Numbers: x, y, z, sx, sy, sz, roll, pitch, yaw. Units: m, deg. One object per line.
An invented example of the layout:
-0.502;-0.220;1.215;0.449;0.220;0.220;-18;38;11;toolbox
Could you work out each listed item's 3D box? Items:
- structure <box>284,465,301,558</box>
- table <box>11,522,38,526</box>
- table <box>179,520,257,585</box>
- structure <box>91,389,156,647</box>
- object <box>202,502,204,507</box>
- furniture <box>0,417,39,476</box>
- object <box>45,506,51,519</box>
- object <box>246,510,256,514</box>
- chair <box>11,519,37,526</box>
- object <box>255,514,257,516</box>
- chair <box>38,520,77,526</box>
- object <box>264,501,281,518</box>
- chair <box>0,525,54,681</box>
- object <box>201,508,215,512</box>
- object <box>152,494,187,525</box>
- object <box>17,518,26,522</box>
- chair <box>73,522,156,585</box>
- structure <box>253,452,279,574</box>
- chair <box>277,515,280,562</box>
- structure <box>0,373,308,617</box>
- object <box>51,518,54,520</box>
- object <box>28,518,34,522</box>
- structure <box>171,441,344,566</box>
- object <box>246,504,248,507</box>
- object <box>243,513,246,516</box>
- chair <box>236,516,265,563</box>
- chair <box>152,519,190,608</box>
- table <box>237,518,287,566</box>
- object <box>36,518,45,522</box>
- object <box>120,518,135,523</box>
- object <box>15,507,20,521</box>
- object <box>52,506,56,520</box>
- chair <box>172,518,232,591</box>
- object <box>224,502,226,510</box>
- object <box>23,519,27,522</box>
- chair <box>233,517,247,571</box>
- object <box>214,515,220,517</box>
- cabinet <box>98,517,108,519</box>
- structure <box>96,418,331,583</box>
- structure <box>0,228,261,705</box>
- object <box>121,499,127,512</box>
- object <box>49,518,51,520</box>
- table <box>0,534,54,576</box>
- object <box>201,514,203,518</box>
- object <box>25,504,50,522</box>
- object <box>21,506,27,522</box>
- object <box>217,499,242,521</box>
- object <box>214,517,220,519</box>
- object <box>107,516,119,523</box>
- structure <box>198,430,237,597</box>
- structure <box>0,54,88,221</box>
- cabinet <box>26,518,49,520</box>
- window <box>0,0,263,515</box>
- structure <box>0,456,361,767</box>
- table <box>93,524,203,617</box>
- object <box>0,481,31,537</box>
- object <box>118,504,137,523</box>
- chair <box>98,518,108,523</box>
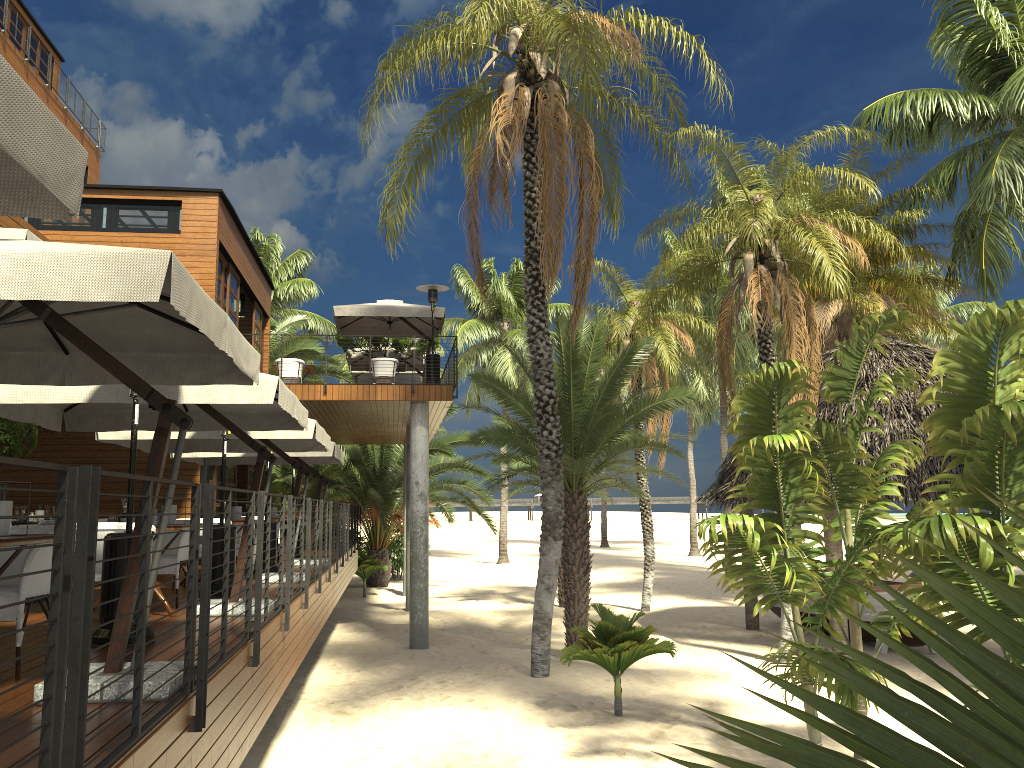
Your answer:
-3.924;2.030;15.876;0.699;2.199;0.697;2;-9;-20;structure
-7.193;2.460;13.388;1.166;0.751;1.162;0;-8;-2;table
-3.626;2.051;10.832;0.931;0.751;0.929;0;-8;-8;table
-2.603;0.636;6.072;0.699;2.199;0.697;2;-9;-20;structure
-3.848;1.596;11.108;0.082;0.227;0.082;0;-9;-7;object
-7.536;1.180;11.187;2.615;2.730;2.687;2;-9;-17;furniture
-7.195;2.012;13.735;0.082;0.227;0.082;-9;-12;44;object
-4.198;2.067;14.240;0.163;0.179;0.167;0;-9;-6;object
-7.718;2.533;13.983;0.616;0.790;0.626;-8;-11;38;chair
-4.104;2.096;14.039;0.116;0.065;0.115;3;-9;-26;object
-6.497;2.359;12.869;0.616;0.790;0.626;-8;-11;38;chair
-3.899;2.027;14.285;0.263;0.265;0.263;-7;-11;37;object
-2.836;1.194;4.940;0.627;0.790;0.615;0;-9;-7;chair
-3.747;1.592;10.899;0.163;0.179;0.167;0;-9;-6;object
-3.005;1.083;7.646;0.263;0.265;0.263;-7;-11;37;object
-7.375;2.042;13.326;0.116;0.065;0.116;-8;-11;41;object
-3.108;1.455;6.773;0.627;0.790;0.615;0;-9;-7;chair
-3.482;1.564;12.600;0.699;2.199;0.697;2;-9;-20;structure
-4.190;2.623;14.984;0.627;0.790;0.615;0;-9;-7;chair
-3.118;0.807;7.698;2.413;2.339;2.407;0;-9;-8;structure
-6.977;2.053;13.518;0.086;0.086;0.086;-1;-9;3;object
-7.139;2.004;13.157;0.086;0.086;0.086;0;-9;-6;object
-4.009;1.747;14.308;2.413;2.339;2.407;0;-9;-8;structure
-4.299;2.071;14.449;0.082;0.227;0.082;0;-9;-7;object
-4.212;2.082;14.010;0.086;0.086;0.086;0;-9;-7;object
-4.010;2.407;13.461;0.627;0.790;0.615;0;-9;-7;chair
-3.297;1.680;8.354;0.627;0.790;0.615;0;-9;-7;chair
-4.073;2.523;14.154;0.931;0.751;0.929;0;-8;-8;table
-7.047;2.027;13.252;0.116;0.065;0.115;3;-9;-25;object
-3.210;1.152;7.401;0.116;0.065;0.115;1;-8;-9;object
-7.510;1.977;13.450;0.082;0.227;0.082;-5;-10;27;object
-6.911;1.961;13.404;0.082;0.227;0.082;-5;-10;27;object
-3.559;1.931;10.117;0.627;0.790;0.615;0;-9;-7;chair
-3.486;1.532;10.691;0.082;0.227;0.082;0;-9;-7;object
-7.279;2.041;13.242;0.080;0.042;0.080;2;-9;-18;object
-3.739;2.147;11.640;0.627;0.790;0.615;0;-9;-7;chair
-3.677;1.674;11.074;0.116;0.065;0.115;1;-8;-9;object
-7.017;2.761;15.829;1.611;0.840;0.555;0;-9;-8;cabinet
-3.564;1.277;11.003;2.413;2.339;2.407;0;-9;-8;structure
-2.673;0.337;4.394;2.413;2.339;2.407;0;-9;-8;structure
-3.404;1.127;7.811;0.082;0.227;0.082;2;-9;-18;object
-7.047;2.077;13.606;0.116;0.065;0.116;-8;-11;41;object
-2.733;1.108;4.204;0.931;0.751;0.929;0;-8;-8;table
-3.762;1.607;10.669;0.086;0.086;0.086;0;-9;-3;object
-7.209;1.958;13.456;0.263;0.265;0.263;-7;-11;38;object
-7.243;1.929;13.138;0.082;0.227;0.082;-9;-12;44;object
-3.449;1.552;10.943;0.263;0.265;0.263;-7;-11;37;object
-3.555;1.633;10.711;0.080;0.042;0.080;-9;-11;43;object
-3.317;1.138;7.371;0.086;0.086;0.086;0;-9;-3;object
-3.042;1.099;9.331;0.699;2.199;0.697;2;-9;-20;structure
-2.228;-0.133;1.089;2.413;2.339;2.407;0;-9;-8;structure
-8.625;2.754;15.614;1.611;0.840;0.555;0;-9;-8;cabinet
-10.915;-5.601;17.677;14.480;18.015;38.331;4;-10;-30;window
-2.585;2.158;11.989;0.163;1.156;26.193;0;-8;-8;structure
-3.179;1.579;7.518;0.931;0.751;0.929;0;-8;-8;table
-2.559;0.613;4.339;0.263;0.265;0.263;-7;-11;37;object
-3.303;1.123;7.602;0.163;0.179;0.167;0;-9;-6;object
-6.515;2.523;14.034;0.626;0.790;0.616;-8;-11;38;chair
